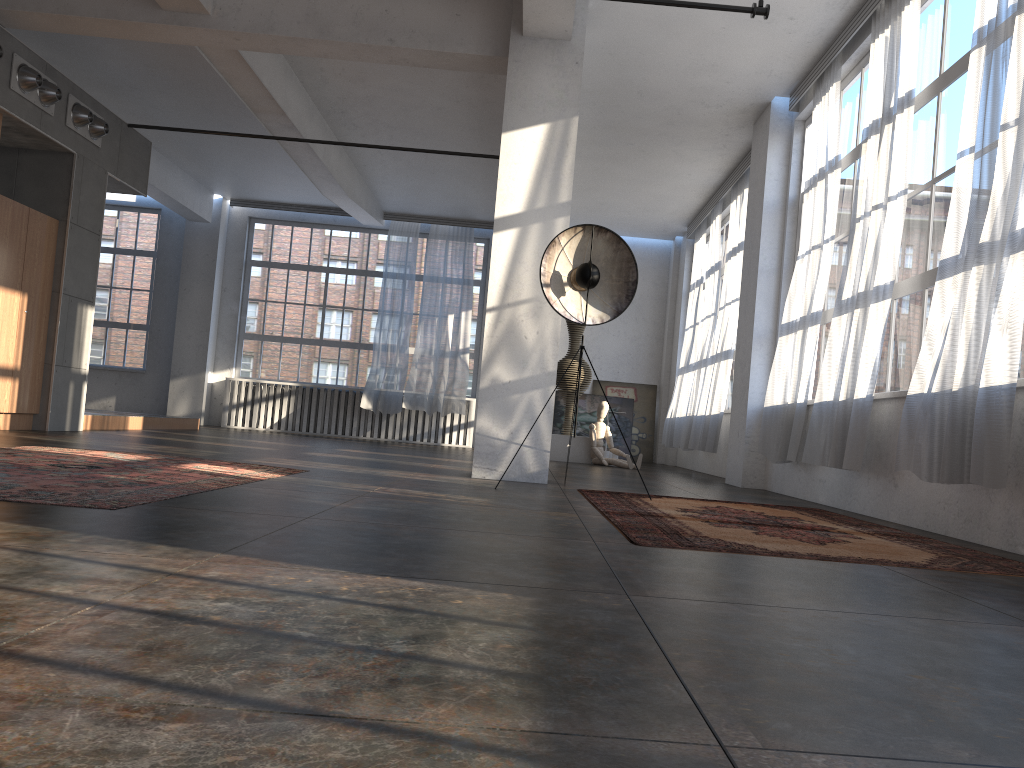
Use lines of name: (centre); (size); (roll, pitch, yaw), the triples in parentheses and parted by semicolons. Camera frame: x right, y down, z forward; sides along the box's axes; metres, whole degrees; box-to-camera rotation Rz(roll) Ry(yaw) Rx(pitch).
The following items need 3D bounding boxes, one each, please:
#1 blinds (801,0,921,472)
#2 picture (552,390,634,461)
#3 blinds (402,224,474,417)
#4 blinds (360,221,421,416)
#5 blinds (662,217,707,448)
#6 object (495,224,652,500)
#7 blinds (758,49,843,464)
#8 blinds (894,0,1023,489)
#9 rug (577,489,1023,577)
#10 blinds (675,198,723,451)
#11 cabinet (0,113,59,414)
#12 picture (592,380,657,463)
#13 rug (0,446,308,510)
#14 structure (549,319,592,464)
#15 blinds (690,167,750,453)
blinds: (2.600, -1.199, 6.475); (0.361, 3.672, 1.031); (5, -2, 0)
picture: (1.417, 0.733, 15.552); (1.435, 1.141, 0.304); (5, -2, -3)
blinds: (-1.143, -1.178, 15.115); (1.058, 3.499, 0.999); (5, -2, 0)
blinds: (-2.044, -1.212, 15.228); (0.693, 3.557, 0.876); (5, -2, -1)
blinds: (2.717, -0.841, 13.767); (0.340, 3.695, 1.033); (5, -2, -2)
object: (0.495, -0.183, 6.435); (1.056, 1.918, 1.180); (5, -2, 0)
blinds: (2.648, -1.123, 7.977); (0.315, 3.711, 1.024); (5, -2, 0)
blinds: (2.573, -1.296, 4.777); (0.340, 3.695, 1.033); (5, -2, -2)
rug: (1.373, 0.770, 4.964); (1.817, 0.009, 3.128); (5, -3, 0)
blinds: (2.714, -0.890, 12.577); (0.315, 3.711, 1.024); (5, -2, 0)
cabinet: (-8.504, -1.388, 7.424); (8.114, 2.561, 2.378); (5, -2, -1)
picture: (1.960, 0.657, 15.671); (1.148, 1.385, 0.253); (5, -2, -1)
rug: (-2.317, 0.429, 4.556); (1.856, 0.029, 2.885); (5, -3, 0)
structure: (0.863, -0.039, 12.706); (0.677, 2.325, 0.750); (5, -2, 0)
blinds: (2.689, -0.957, 11.238); (0.361, 3.672, 1.031); (5, -2, 0)
